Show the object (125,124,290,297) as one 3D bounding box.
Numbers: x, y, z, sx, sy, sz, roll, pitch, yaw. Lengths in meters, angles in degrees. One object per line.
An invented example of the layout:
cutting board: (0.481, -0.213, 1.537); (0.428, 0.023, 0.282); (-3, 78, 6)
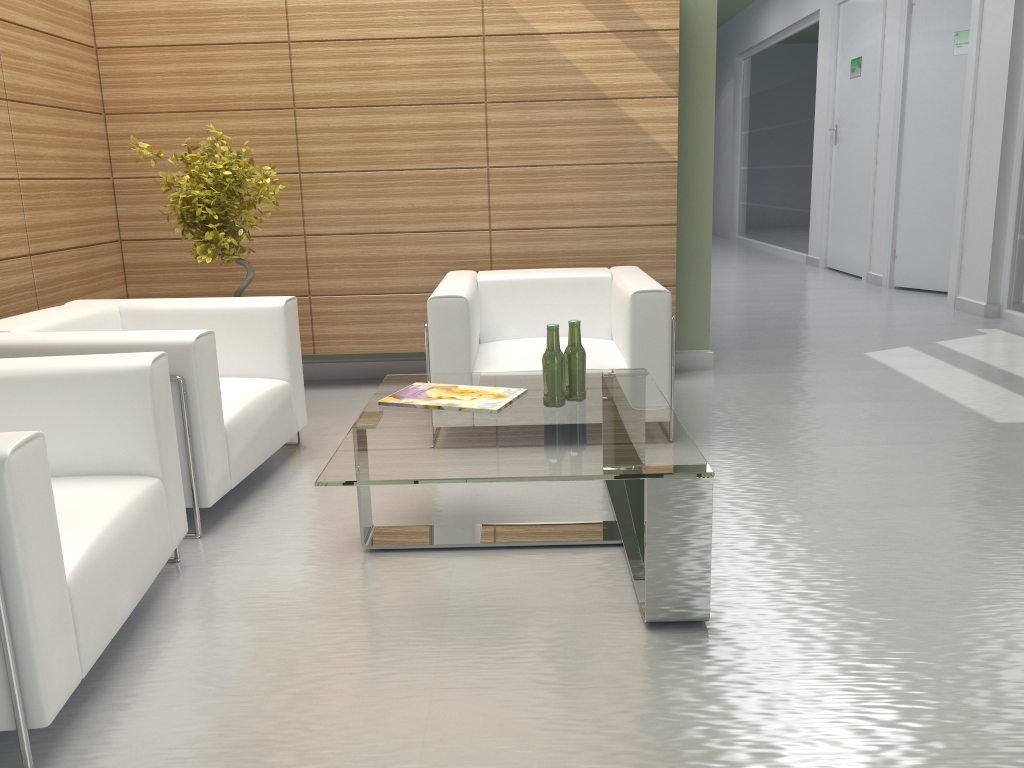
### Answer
object: (-2.530, -0.909, 7.603); (1.201, 2.565, 1.116); (-9, 15, -30)

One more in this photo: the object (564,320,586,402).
object: (0.368, -0.136, 5.183); (0.131, 0.475, 0.131); (-11, 16, -33)

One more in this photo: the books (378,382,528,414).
books: (-0.350, 0.079, 5.342); (0.762, 0.025, 0.508); (3, 14, 20)

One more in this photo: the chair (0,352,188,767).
chair: (-2.603, 0.652, 3.903); (1.802, 1.234, 1.894); (-3, 13, -4)

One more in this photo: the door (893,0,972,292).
door: (6.973, -3.953, 13.667); (0.134, 5.083, 2.089); (-9, 15, -28)

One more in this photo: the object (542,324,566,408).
object: (0.238, -0.105, 5.067); (0.131, 0.475, 0.131); (-11, 16, -33)

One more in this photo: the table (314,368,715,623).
table: (0.025, 0.524, 5.082); (1.783, 0.742, 2.197); (-1, 13, 1)

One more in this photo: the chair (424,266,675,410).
chair: (0.298, -0.282, 7.528); (1.894, 1.234, 1.802); (-1, 13, 1)

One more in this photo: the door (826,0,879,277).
door: (6.414, -4.669, 16.797); (0.250, 5.083, 2.089); (-1, 13, 1)

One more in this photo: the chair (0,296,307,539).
chair: (-2.567, 0.121, 6.167); (1.769, 1.234, 1.894); (0, 13, 6)
